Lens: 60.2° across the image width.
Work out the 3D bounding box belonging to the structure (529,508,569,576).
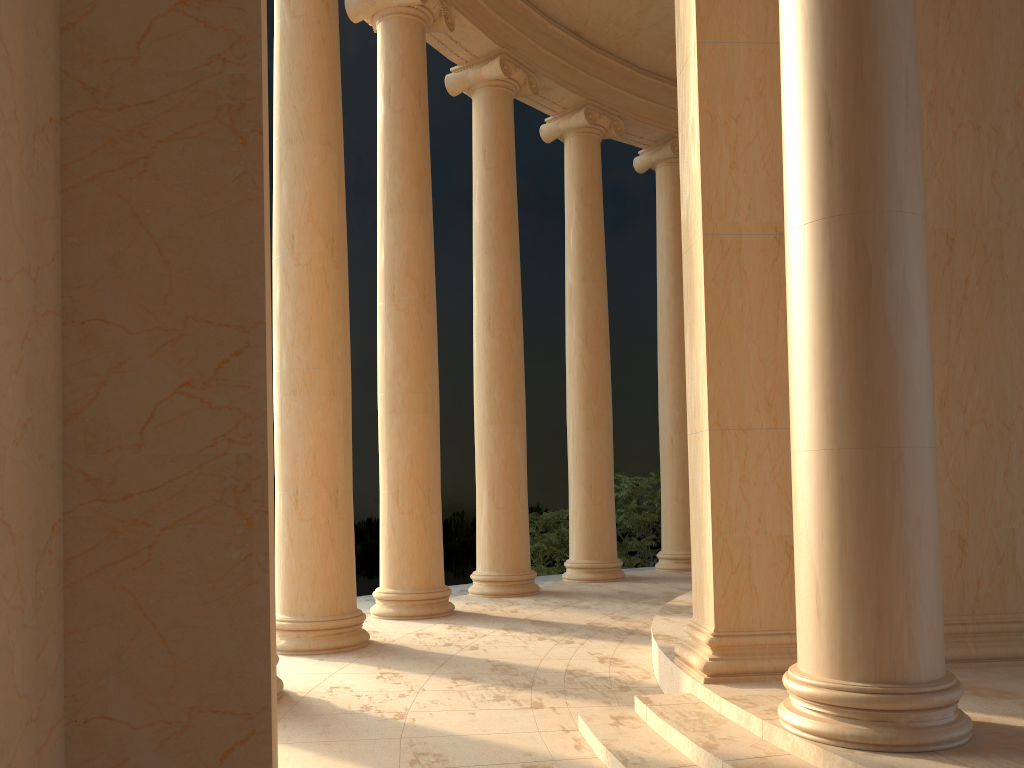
[{"bbox_3d":[52.572,309.721,1521.935,149.272,187.718,156.235,-2,-4,8],"label":"structure"}]

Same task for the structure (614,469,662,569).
[{"bbox_3d":[241.186,302.772,1607.802,247.132,298.523,238.603,-1,-4,-2],"label":"structure"}]
